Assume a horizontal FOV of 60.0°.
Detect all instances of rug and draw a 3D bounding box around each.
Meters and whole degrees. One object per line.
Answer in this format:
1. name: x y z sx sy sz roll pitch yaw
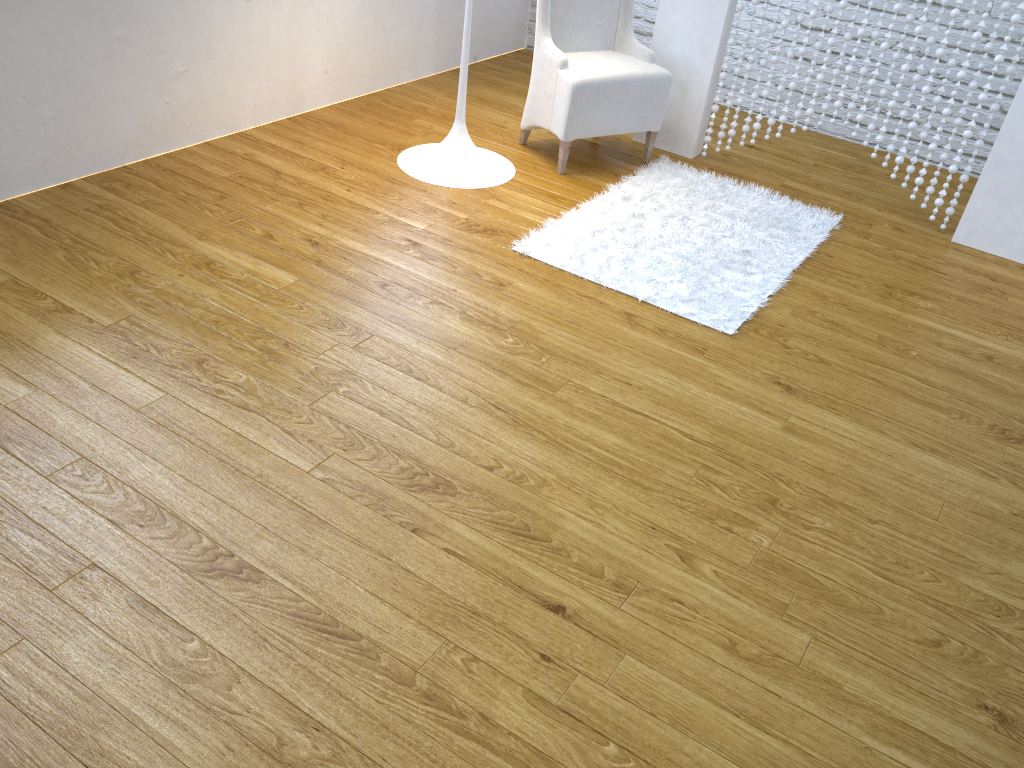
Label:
1. rug: 0.569 -0.498 2.810 0.752 0.048 1.084 25 38 23

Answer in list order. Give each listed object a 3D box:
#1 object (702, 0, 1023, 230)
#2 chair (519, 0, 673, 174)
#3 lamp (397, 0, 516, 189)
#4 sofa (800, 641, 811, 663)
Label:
1. object: 1.225 -1.530 2.640 0.918 2.046 0.050 25 39 22
2. chair: 0.310 -1.258 3.029 0.470 0.975 0.374 -15 41 -29
3. lamp: -0.111 -1.354 2.648 0.410 1.472 0.409 -20 44 -34
4. sofa: 2.713 1.055 0.484 9.676 0.689 5.283 25 38 23
